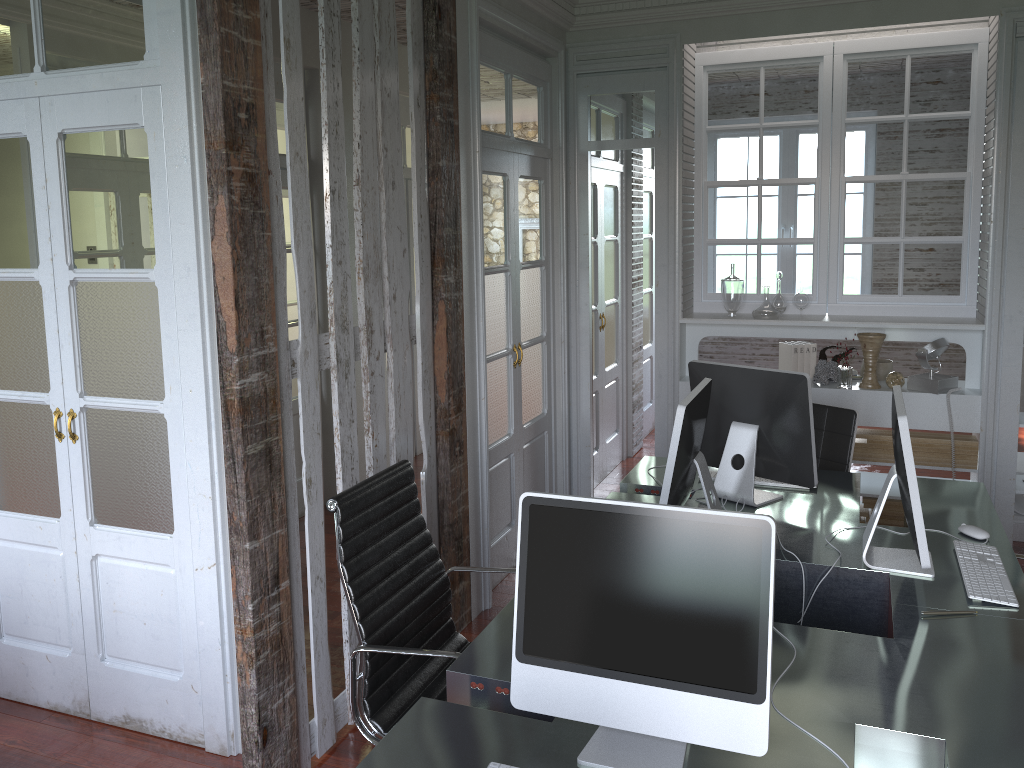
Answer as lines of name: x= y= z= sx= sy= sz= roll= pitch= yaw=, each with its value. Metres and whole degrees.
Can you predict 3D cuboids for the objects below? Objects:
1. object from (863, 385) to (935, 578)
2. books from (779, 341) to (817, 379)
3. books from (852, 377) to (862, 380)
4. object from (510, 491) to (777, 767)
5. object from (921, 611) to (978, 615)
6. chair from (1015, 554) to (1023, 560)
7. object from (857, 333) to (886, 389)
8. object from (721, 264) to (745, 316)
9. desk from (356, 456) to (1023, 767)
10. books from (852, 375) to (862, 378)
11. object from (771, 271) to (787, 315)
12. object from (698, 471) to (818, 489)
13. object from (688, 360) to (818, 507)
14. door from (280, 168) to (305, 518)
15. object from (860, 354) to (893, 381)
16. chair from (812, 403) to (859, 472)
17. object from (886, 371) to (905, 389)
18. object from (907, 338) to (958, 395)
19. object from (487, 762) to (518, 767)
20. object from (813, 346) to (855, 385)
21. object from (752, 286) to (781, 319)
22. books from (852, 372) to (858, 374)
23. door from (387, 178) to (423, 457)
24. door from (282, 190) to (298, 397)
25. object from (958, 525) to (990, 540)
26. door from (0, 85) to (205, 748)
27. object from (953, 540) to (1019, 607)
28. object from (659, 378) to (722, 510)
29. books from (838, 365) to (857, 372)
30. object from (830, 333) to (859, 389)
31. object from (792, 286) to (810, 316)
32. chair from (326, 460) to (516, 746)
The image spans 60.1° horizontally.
object: x=1.126 y=0.281 z=2.570 sx=0.190 sy=0.481 sz=0.487 roll=2 pitch=9 yaw=22
books: x=1.594 y=-0.134 z=4.942 sx=0.150 sy=0.192 sz=0.144 roll=-3 pitch=9 yaw=-13
books: x=1.806 y=-0.047 z=4.951 sx=0.181 sy=0.011 sz=0.248 roll=-3 pitch=11 yaw=-13
object: x=0.244 y=0.461 z=1.677 sx=0.484 sy=0.482 sz=0.191 roll=2 pitch=8 yaw=22
object: x=1.110 y=0.579 z=2.244 sx=0.149 sy=0.011 sz=0.011 roll=-2 pitch=9 yaw=-2
chair: x=1.500 y=0.751 z=2.520 sx=0.699 sy=1.016 sz=0.670 roll=1 pitch=9 yaw=17
object: x=1.865 y=-0.121 z=4.604 sx=0.144 sy=0.277 sz=0.144 roll=4 pitch=10 yaw=35
object: x=1.219 y=-0.508 z=4.898 sx=0.129 sy=0.313 sz=0.129 roll=-8 pitch=10 yaw=-43
desk: x=0.723 y=0.918 z=2.475 sx=1.301 sy=0.722 sz=2.526 roll=3 pitch=11 yaw=21
books: x=1.806 y=-0.056 z=4.950 sx=0.181 sy=0.007 sz=0.248 roll=-3 pitch=11 yaw=-13
object: x=1.461 y=-0.480 z=4.847 sx=0.088 sy=0.269 sz=0.088 roll=1 pitch=8 yaw=17
object: x=0.947 y=0.367 z=3.415 sx=0.439 sy=0.017 sz=0.119 roll=3 pitch=11 yaw=22
object: x=0.844 y=0.174 z=3.191 sx=0.190 sy=0.482 sz=0.485 roll=-8 pitch=11 yaw=-43
door: x=-1.421 y=-0.170 z=4.961 sx=0.041 sy=2.071 sz=1.084 roll=2 pitch=8 yaw=22
object: x=1.989 y=-0.100 z=4.829 sx=0.159 sy=0.152 sz=0.218 roll=0 pitch=9 yaw=7
chair: x=1.140 y=0.573 z=3.837 sx=0.603 sy=0.913 sz=0.477 roll=-7 pitch=10 yaw=-38
object: x=1.980 y=-0.022 z=4.576 sx=0.091 sy=0.087 sz=0.093 roll=-7 pitch=10 yaw=-31
object: x=2.139 y=-0.103 z=4.501 sx=0.188 sy=0.270 sz=0.167 roll=-6 pitch=10 yaw=-33
object: x=0.143 y=0.728 z=1.510 sx=0.439 sy=0.017 sz=0.119 roll=3 pitch=11 yaw=22
object: x=1.730 y=-0.102 z=4.792 sx=0.385 sy=0.178 sz=0.158 roll=-10 pitch=12 yaw=-42
object: x=1.368 y=-0.427 z=4.761 sx=0.148 sy=0.199 sz=0.149 roll=0 pitch=8 yaw=4
books: x=1.804 y=-0.072 z=4.959 sx=0.168 sy=0.007 sz=0.191 roll=-4 pitch=11 yaw=-13
door: x=-0.766 y=-0.479 z=6.599 sx=0.041 sy=2.071 sz=1.084 roll=2 pitch=8 yaw=22
door: x=-1.560 y=-0.521 z=6.913 sx=0.041 sy=2.071 sz=1.084 roll=2 pitch=8 yaw=22
object: x=1.455 y=0.463 z=2.792 sx=0.059 sy=0.028 sz=0.107 roll=-4 pitch=10 yaw=-17
door: x=-1.524 y=0.127 z=3.054 sx=1.058 sy=2.164 sz=0.041 roll=2 pitch=8 yaw=22
object: x=1.328 y=0.526 z=2.494 sx=0.118 sy=0.017 sz=0.442 roll=3 pitch=11 yaw=21
object: x=0.565 y=0.257 z=2.766 sx=0.190 sy=0.481 sz=0.487 roll=2 pitch=9 yaw=22
books: x=1.804 y=-0.085 z=4.958 sx=0.168 sy=0.007 sz=0.191 roll=-2 pitch=10 yaw=-7
object: x=1.743 y=-0.122 z=4.599 sx=0.128 sy=0.285 sz=0.129 roll=-3 pitch=8 yaw=-11
object: x=1.585 y=-0.441 z=4.851 sx=0.094 sy=0.186 sz=0.095 roll=-2 pitch=8 yaw=-4
chair: x=-0.140 y=0.789 z=2.487 sx=0.699 sy=1.016 sz=0.670 roll=1 pitch=8 yaw=16
